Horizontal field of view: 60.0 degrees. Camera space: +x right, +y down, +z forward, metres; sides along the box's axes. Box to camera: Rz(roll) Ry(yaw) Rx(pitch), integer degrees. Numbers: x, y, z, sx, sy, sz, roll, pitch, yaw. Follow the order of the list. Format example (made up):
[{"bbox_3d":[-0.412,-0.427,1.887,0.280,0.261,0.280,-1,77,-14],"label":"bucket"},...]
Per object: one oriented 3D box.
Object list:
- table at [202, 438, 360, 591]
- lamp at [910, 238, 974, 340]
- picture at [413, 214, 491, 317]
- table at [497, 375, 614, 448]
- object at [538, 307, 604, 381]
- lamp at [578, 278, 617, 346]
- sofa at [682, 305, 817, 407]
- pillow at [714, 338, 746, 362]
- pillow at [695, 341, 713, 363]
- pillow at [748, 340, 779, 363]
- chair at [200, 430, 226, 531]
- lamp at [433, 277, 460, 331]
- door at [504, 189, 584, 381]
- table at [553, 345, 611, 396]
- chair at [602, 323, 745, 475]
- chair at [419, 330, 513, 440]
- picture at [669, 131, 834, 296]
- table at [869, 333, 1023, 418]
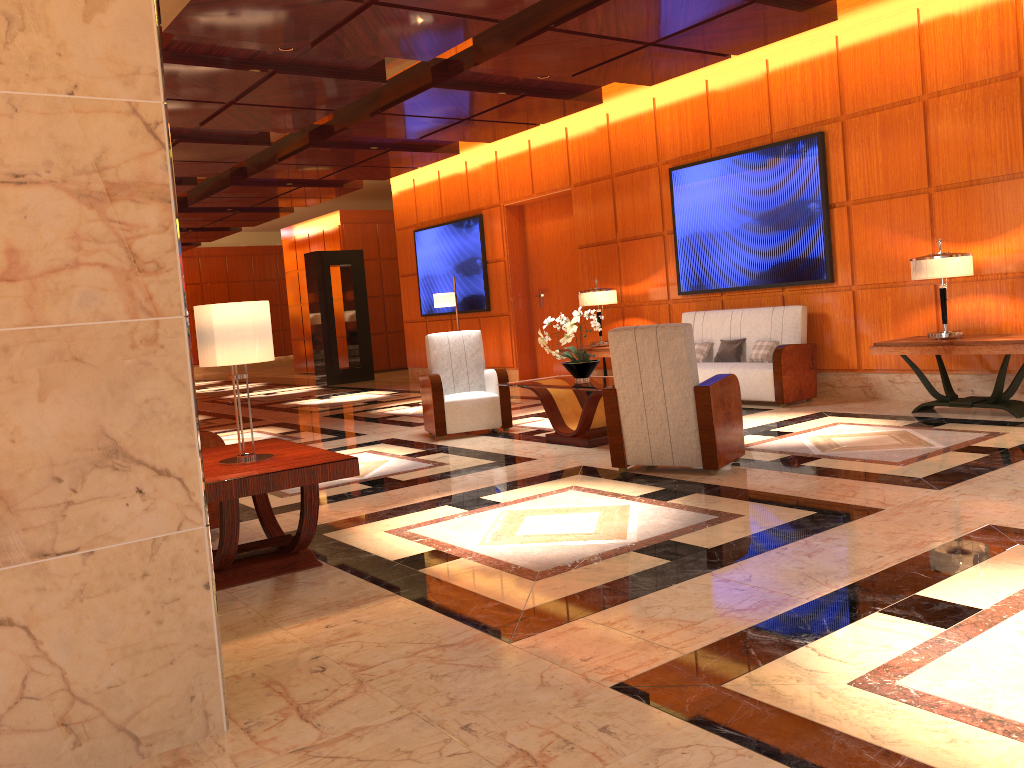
[{"bbox_3d":[-1.283,0.620,4.267,0.726,0.533,1.168,-7,5,-33],"label":"table"},{"bbox_3d":[3.464,-0.765,7.126,0.459,0.808,0.459,-6,3,-27],"label":"lamp"},{"bbox_3d":[-0.987,-1.833,14.077,0.057,1.449,1.996,-7,4,-36],"label":"picture"},{"bbox_3d":[0.613,0.225,7.336,0.724,0.495,1.560,-7,5,-33],"label":"table"},{"bbox_3d":[0.543,-0.337,7.440,0.417,0.616,0.791,-3,4,32],"label":"object"},{"bbox_3d":[1.027,-0.854,10.490,0.458,0.792,0.460,-4,3,16],"label":"lamp"},{"bbox_3d":[2.223,-0.297,9.155,0.614,0.930,1.799,-7,5,-35],"label":"sofa"},{"bbox_3d":[2.264,-0.343,9.209,0.160,0.252,0.357,-7,5,-39],"label":"pillow"},{"bbox_3d":[1.988,-0.339,9.545,0.195,0.226,0.344,-7,5,-31],"label":"pillow"},{"bbox_3d":[2.500,-0.316,8.827,0.202,0.229,0.273,-7,5,-33],"label":"pillow"},{"bbox_3d":[-2.079,0.390,5.157,0.630,0.959,0.737,-7,4,-37],"label":"chair"},{"bbox_3d":[-0.810,-0.683,12.513,0.359,1.658,0.528,-2,4,44],"label":"lamp"},{"bbox_3d":[0.585,-1.289,12.414,0.341,2.646,1.537,-7,4,-36],"label":"door"},{"bbox_3d":[1.182,-0.150,10.508,0.727,0.605,1.270,-8,5,-35],"label":"table"},{"bbox_3d":[1.043,0.073,5.812,0.737,0.959,0.630,-3,4,33],"label":"chair"},{"bbox_3d":[-0.465,-0.020,8.402,0.738,0.959,0.629,-6,3,-17],"label":"chair"},{"bbox_3d":[2.450,-1.718,9.330,0.057,1.449,1.996,-7,4,-36],"label":"picture"},{"bbox_3d":[3.658,-0.067,7.088,0.727,0.605,1.270,-8,5,-35],"label":"table"}]
